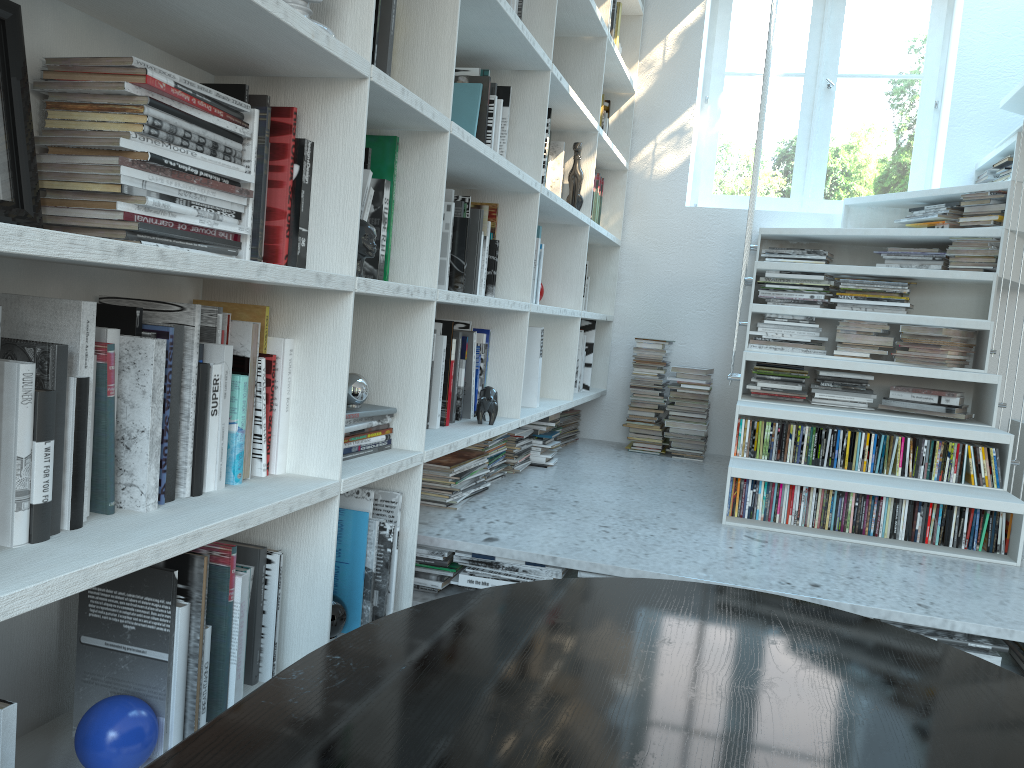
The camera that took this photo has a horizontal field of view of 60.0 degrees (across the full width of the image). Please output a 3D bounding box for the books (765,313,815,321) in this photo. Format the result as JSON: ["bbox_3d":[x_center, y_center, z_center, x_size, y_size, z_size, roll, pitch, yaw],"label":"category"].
[{"bbox_3d":[1.094,-0.264,3.500,0.180,0.014,0.157,6,4,13],"label":"books"}]

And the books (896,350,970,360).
[{"bbox_3d":[1.536,-0.105,3.232,0.222,0.011,0.180,1,6,-43],"label":"books"}]

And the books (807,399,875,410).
[{"bbox_3d":[1.207,0.075,3.269,0.223,0.004,0.191,6,4,11],"label":"books"}]

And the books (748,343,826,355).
[{"bbox_3d":[1.079,-0.138,3.496,0.287,0.018,0.190,6,5,14],"label":"books"}]

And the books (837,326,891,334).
[{"bbox_3d":[1.331,-0.204,3.355,0.156,0.012,0.218,8,5,31],"label":"books"}]

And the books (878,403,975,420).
[{"bbox_3d":[1.461,0.095,3.134,0.288,0.017,0.136,8,6,38],"label":"books"}]

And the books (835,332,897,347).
[{"bbox_3d":[1.340,-0.167,3.354,0.221,0.036,0.178,7,5,20],"label":"books"}]

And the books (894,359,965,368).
[{"bbox_3d":[1.528,-0.075,3.241,0.183,0.012,0.206,9,6,42],"label":"books"}]

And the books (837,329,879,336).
[{"bbox_3d":[1.312,-0.194,3.362,0.129,0.012,0.159,8,5,30],"label":"books"}]

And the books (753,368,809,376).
[{"bbox_3d":[1.001,-0.045,3.316,0.188,0.006,0.198,6,4,11],"label":"books"}]

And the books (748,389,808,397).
[{"bbox_3d":[0.998,0.029,3.336,0.216,0.009,0.158,6,4,8],"label":"books"}]

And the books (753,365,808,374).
[{"bbox_3d":[1.007,-0.055,3.335,0.195,0.012,0.160,6,4,12],"label":"books"}]

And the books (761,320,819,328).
[{"bbox_3d":[1.088,-0.236,3.489,0.203,0.011,0.173,6,4,10],"label":"books"}]

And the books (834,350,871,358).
[{"bbox_3d":[1.295,-0.115,3.373,0.128,0.016,0.183,7,5,23],"label":"books"}]

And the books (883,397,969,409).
[{"bbox_3d":[1.461,0.064,3.127,0.254,0.007,0.161,8,5,35],"label":"books"}]

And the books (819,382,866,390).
[{"bbox_3d":[1.215,0.004,3.267,0.155,0.012,0.189,7,5,18],"label":"books"}]

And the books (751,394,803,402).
[{"bbox_3d":[1.004,0.046,3.363,0.188,0.014,0.130,6,5,15],"label":"books"}]

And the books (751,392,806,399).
[{"bbox_3d":[0.995,0.037,3.330,0.195,0.007,0.188,6,4,12],"label":"books"}]

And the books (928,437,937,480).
[{"bbox_3d":[1.339,0.237,2.846,0.007,0.125,0.125,6,5,15],"label":"books"}]

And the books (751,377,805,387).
[{"bbox_3d":[1.006,-0.008,3.351,0.198,0.010,0.132,7,5,19],"label":"books"}]

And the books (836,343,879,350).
[{"bbox_3d":[1.310,-0.142,3.366,0.155,0.013,0.139,6,5,17],"label":"books"}]

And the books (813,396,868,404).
[{"bbox_3d":[1.215,0.055,3.289,0.188,0.008,0.147,7,5,19],"label":"books"}]

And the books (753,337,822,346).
[{"bbox_3d":[1.088,-0.169,3.514,0.254,0.010,0.138,6,4,12],"label":"books"}]

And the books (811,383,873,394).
[{"bbox_3d":[1.217,0.016,3.281,0.219,0.013,0.149,7,5,20],"label":"books"}]

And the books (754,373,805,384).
[{"bbox_3d":[1.006,-0.024,3.342,0.181,0.022,0.140,6,4,8],"label":"books"}]

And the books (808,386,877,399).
[{"bbox_3d":[1.213,0.030,3.270,0.225,0.014,0.184,6,4,12],"label":"books"}]

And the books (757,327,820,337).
[{"bbox_3d":[1.091,-0.206,3.513,0.230,0.019,0.143,6,5,14],"label":"books"}]

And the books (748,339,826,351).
[{"bbox_3d":[1.087,-0.156,3.518,0.288,0.017,0.136,6,4,13],"label":"books"}]

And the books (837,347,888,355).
[{"bbox_3d":[1.324,-0.127,3.362,0.177,0.014,0.199,7,5,20],"label":"books"}]

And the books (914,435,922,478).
[{"bbox_3d":[1.299,0.233,2.857,0.007,0.125,0.125,6,5,15],"label":"books"}]

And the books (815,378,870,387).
[{"bbox_3d":[1.224,-0.008,3.296,0.185,0.008,0.129,6,5,14],"label":"books"}]

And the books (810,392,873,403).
[{"bbox_3d":[1.212,0.044,3.272,0.207,0.016,0.175,6,4,10],"label":"books"}]

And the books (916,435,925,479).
[{"bbox_3d":[1.307,0.234,2.855,0.008,0.125,0.125,6,5,15],"label":"books"}]

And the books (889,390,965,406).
[{"bbox_3d":[1.467,0.047,3.132,0.222,0.028,0.141,8,5,34],"label":"books"}]

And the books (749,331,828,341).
[{"bbox_3d":[1.090,-0.190,3.513,0.297,0.012,0.145,6,5,14],"label":"books"}]

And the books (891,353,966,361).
[{"bbox_3d":[1.527,-0.098,3.242,0.188,0.007,0.254,9,6,42],"label":"books"}]

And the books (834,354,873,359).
[{"bbox_3d":[1.298,-0.103,3.373,0.132,0.007,0.162,7,5,24],"label":"books"}]

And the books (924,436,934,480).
[{"bbox_3d":[1.331,0.236,2.849,0.009,0.125,0.125,6,5,15],"label":"books"}]

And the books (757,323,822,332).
[{"bbox_3d":[1.091,-0.223,3.506,0.239,0.017,0.149,6,4,13],"label":"books"}]

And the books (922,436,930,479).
[{"bbox_3d":[1.322,0.235,2.851,0.010,0.125,0.125,6,5,15],"label":"books"}]

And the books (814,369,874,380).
[{"bbox_3d":[1.219,-0.035,3.265,0.194,0.014,0.177,6,4,10],"label":"books"}]

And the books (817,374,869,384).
[{"bbox_3d":[1.224,-0.020,3.290,0.178,0.017,0.133,7,5,19],"label":"books"}]

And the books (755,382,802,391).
[{"bbox_3d":[1.003,0.005,3.345,0.166,0.015,0.145,6,4,10],"label":"books"}]

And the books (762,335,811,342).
[{"bbox_3d":[1.086,-0.179,3.504,0.179,0.010,0.160,7,5,18],"label":"books"}]

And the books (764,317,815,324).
[{"bbox_3d":[1.092,-0.249,3.498,0.180,0.014,0.157,6,4,11],"label":"books"}]

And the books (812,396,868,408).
[{"bbox_3d":[1.214,0.066,3.290,0.198,0.013,0.137,7,5,22],"label":"books"}]

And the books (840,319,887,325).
[{"bbox_3d":[1.327,-0.232,3.355,0.155,0.009,0.155,6,5,15],"label":"books"}]

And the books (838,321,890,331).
[{"bbox_3d":[1.331,-0.219,3.354,0.190,0.017,0.166,6,5,18],"label":"books"}]

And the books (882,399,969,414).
[{"bbox_3d":[1.451,0.077,3.115,0.239,0.019,0.172,9,6,40],"label":"books"}]

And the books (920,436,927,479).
[{"bbox_3d":[1.313,0.234,2.853,0.008,0.125,0.125,6,5,15],"label":"books"}]

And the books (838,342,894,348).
[{"bbox_3d":[1.334,-0.148,3.358,0.181,0.005,0.188,6,5,15],"label":"books"}]

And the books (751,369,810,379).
[{"bbox_3d":[1.005,-0.039,3.334,0.208,0.009,0.159,6,4,11],"label":"books"}]

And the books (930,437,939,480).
[{"bbox_3d":[1.346,0.238,2.844,0.007,0.125,0.125,6,5,15],"label":"books"}]

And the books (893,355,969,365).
[{"bbox_3d":[1.533,-0.087,3.235,0.215,0.013,0.189,1,6,-42],"label":"books"}]

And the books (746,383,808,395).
[{"bbox_3d":[0.998,0.019,3.332,0.225,0.012,0.159,7,5,23],"label":"books"}]

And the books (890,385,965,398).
[{"bbox_3d":[1.462,0.026,3.120,0.212,0.014,0.168,8,5,35],"label":"books"}]
